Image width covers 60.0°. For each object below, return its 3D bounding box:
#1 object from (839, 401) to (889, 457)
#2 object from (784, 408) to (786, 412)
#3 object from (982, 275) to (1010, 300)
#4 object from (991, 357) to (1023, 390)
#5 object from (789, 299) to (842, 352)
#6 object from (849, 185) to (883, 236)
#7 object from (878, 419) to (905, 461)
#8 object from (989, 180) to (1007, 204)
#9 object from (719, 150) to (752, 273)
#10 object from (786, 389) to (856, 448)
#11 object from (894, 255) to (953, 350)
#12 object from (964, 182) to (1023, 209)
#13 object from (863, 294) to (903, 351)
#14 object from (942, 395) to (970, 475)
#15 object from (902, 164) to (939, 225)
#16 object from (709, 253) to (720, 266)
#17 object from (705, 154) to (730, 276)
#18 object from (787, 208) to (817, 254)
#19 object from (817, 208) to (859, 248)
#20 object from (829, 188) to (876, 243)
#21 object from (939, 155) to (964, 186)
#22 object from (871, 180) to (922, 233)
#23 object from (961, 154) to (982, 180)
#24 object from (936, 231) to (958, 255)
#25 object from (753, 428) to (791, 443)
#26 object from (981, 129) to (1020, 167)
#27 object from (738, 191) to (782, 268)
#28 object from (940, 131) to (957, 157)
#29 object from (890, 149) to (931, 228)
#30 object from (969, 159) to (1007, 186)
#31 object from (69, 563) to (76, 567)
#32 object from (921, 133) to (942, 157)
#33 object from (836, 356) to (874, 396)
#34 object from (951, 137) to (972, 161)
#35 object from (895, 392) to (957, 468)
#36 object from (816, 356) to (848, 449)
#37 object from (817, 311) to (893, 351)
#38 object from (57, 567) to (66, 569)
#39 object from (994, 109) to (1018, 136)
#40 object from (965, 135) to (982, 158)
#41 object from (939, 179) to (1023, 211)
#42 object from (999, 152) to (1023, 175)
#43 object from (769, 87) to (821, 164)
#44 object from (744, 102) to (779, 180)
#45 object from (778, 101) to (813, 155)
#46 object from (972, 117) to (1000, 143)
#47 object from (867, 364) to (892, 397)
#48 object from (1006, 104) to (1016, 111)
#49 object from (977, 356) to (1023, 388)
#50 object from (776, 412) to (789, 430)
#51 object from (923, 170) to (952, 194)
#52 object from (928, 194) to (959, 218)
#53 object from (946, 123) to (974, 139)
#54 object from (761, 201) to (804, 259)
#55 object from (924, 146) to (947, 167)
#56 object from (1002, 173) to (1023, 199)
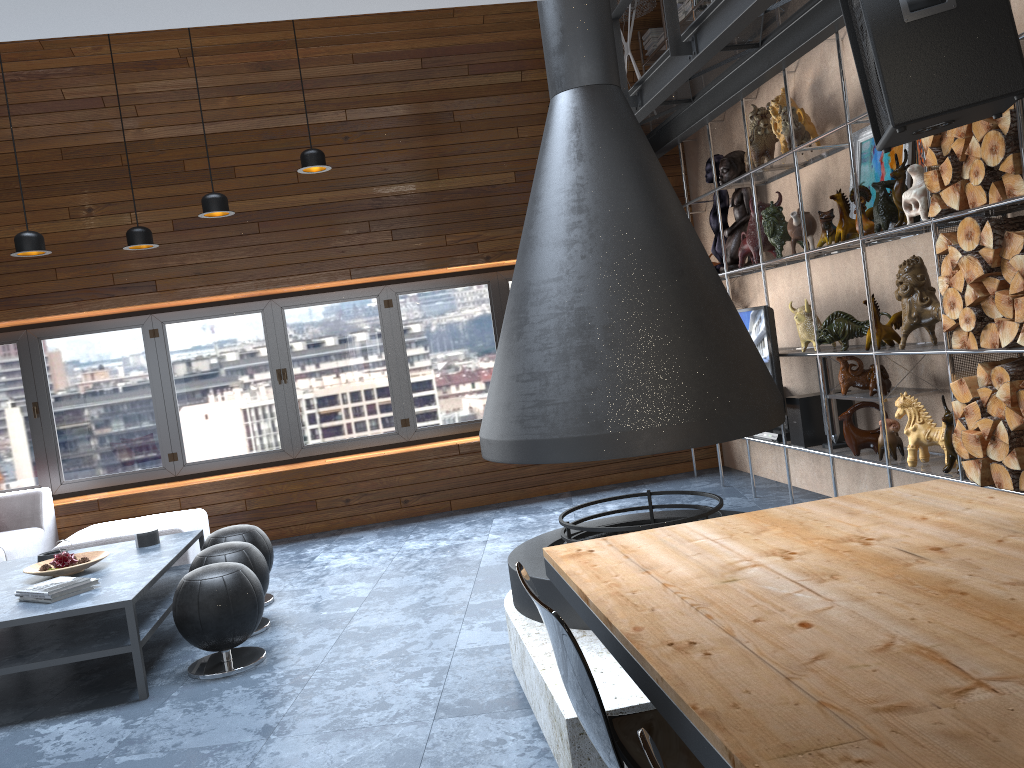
[{"bbox_3d":[1.919,0.242,4.831,0.249,0.290,0.114,-7,3,17],"label":"object"},{"bbox_3d":[1.746,0.189,6.314,0.343,0.303,0.175,-8,3,-9],"label":"object"},{"bbox_3d":[2.060,-0.405,3.555,0.330,0.098,0.107,-8,3,-13],"label":"object"},{"bbox_3d":[2.106,-0.061,3.594,0.312,0.150,0.140,-8,3,-12],"label":"object"},{"bbox_3d":[1.775,-0.349,5.155,0.325,0.310,0.154,-9,3,-24],"label":"object"},{"bbox_3d":[1.828,-0.881,4.505,0.227,0.270,0.123,-8,3,-9],"label":"object"},{"bbox_3d":[1.958,0.280,4.598,0.119,0.220,0.212,-7,3,25],"label":"object"},{"bbox_3d":[2.017,-0.765,3.459,0.303,0.095,0.087,-8,3,-9],"label":"object"},{"bbox_3d":[1.564,-1.211,6.230,0.305,0.840,0.237,-8,2,-7],"label":"object"},{"bbox_3d":[1.888,0.210,5.422,0.343,0.303,0.175,-8,3,-9],"label":"object"},{"bbox_3d":[1.974,-0.396,4.145,0.210,0.451,0.405,-9,3,-17],"label":"object"},{"bbox_3d":[1.998,-0.780,3.567,0.299,0.114,0.135,-8,3,-7],"label":"object"},{"bbox_3d":[1.922,-0.328,4.561,0.290,0.290,0.097,-9,3,-29],"label":"object"},{"bbox_3d":[2.046,0.222,4.033,0.198,0.358,0.116,-9,3,-16],"label":"object"},{"bbox_3d":[1.915,-0.873,3.983,0.314,0.280,0.151,-8,3,-10],"label":"object"},{"bbox_3d":[1.481,-0.907,6.779,0.278,0.222,0.138,-8,2,2],"label":"object"},{"bbox_3d":[1.498,-1.236,6.490,0.244,0.879,0.244,-7,3,20],"label":"object"},{"bbox_3d":[1.679,-0.885,5.125,0.164,0.266,0.237,-7,3,8],"label":"object"},{"bbox_3d":[1.809,-0.860,4.846,0.272,0.207,0.137,-8,2,-5],"label":"object"},{"bbox_3d":[1.821,-0.893,4.674,0.290,0.290,0.097,-8,3,-10],"label":"object"},{"bbox_3d":[1.950,-0.911,3.678,0.329,0.135,0.095,-8,2,-5],"label":"object"},{"bbox_3d":[1.881,-0.869,4.306,0.253,0.249,0.126,-8,2,-4],"label":"object"},{"bbox_3d":[1.985,-0.894,3.579,0.288,0.118,0.147,-8,3,-5],"label":"object"},{"bbox_3d":[1.975,-0.610,3.779,0.308,0.107,0.121,-8,3,-13],"label":"object"},{"bbox_3d":[1.815,0.324,5.853,0.325,0.058,0.360,-8,3,-9],"label":"object"},{"bbox_3d":[1.967,-0.915,3.396,0.286,0.143,0.143,-8,3,-8],"label":"object"},{"bbox_3d":[1.592,-0.989,5.757,0.219,0.440,0.462,-8,3,-9],"label":"object"},{"bbox_3d":[1.947,-1.029,3.694,0.290,0.153,0.112,-8,3,-6],"label":"object"},{"bbox_3d":[1.874,-0.915,4.146,0.198,0.358,0.116,-8,2,-1],"label":"object"},{"bbox_3d":[1.966,-0.845,3.481,0.312,0.110,0.103,-8,3,-5],"label":"object"},{"bbox_3d":[-2.193,0.918,4.431,0.042,0.042,0.043,-8,3,-6],"label":"object"},{"bbox_3d":[1.913,-1.038,3.767,0.308,0.120,0.097,-8,3,-4],"label":"object"},{"bbox_3d":[1.899,-0.055,4.851,0.217,0.214,0.108,-7,3,16],"label":"object"},{"bbox_3d":[1.971,-0.972,3.603,0.330,0.098,0.107,-8,3,-5],"label":"object"},{"bbox_3d":[2.029,0.212,4.248,0.170,0.363,0.375,-10,3,-43],"label":"object"},{"bbox_3d":[1.860,0.106,5.177,0.112,0.533,0.112,-8,2,-9],"label":"object"},{"bbox_3d":[1.863,-0.299,4.815,0.403,0.221,0.192,-6,3,28],"label":"object"},{"bbox_3d":[-2.244,0.935,4.435,0.081,0.034,0.073,-9,3,-21],"label":"object"},{"bbox_3d":[1.988,-0.980,3.346,0.310,0.121,0.111,-8,3,-8],"label":"object"},{"bbox_3d":[1.970,-0.955,3.521,0.331,0.110,0.101,-8,3,-11],"label":"object"},{"bbox_3d":[1.993,-0.790,3.694,0.362,0.131,0.154,-8,3,-9],"label":"object"},{"bbox_3d":[2.005,-0.837,3.345,0.303,0.088,0.095,-8,3,-7],"label":"object"},{"bbox_3d":[1.695,-1.569,5.309,0.215,0.458,0.328,-8,2,-4],"label":"object"},{"bbox_3d":[1.587,-1.567,5.747,0.207,0.442,0.328,-8,3,-16],"label":"object"},{"bbox_3d":[1.614,-1.452,5.034,0.208,0.280,0.131,-9,3,-27],"label":"object"},{"bbox_3d":[1.969,-1.010,3.431,0.329,0.107,0.128,-8,3,-9],"label":"object"},{"bbox_3d":[1.916,-0.026,4.626,0.105,0.168,0.210,-6,3,31],"label":"object"},{"bbox_3d":[1.988,-1.080,3.358,0.299,0.114,0.135,-8,3,-7],"label":"object"},{"bbox_3d":[2.098,-0.051,3.693,0.289,0.121,0.107,-8,3,-8],"label":"object"},{"bbox_3d":[1.800,0.246,5.849,0.080,0.101,0.223,-8,3,-9],"label":"object"},{"bbox_3d":[1.937,-0.880,3.791,0.321,0.109,0.110,-8,3,-9],"label":"object"},{"bbox_3d":[1.954,-0.786,3.788,0.330,0.105,0.107,-8,3,-6],"label":"object"},{"bbox_3d":[1.927,-1.052,3.544,0.321,0.128,0.164,-8,3,-8],"label":"object"},{"bbox_3d":[1.647,-0.935,5.355,0.255,0.356,0.167,-7,3,10],"label":"object"},{"bbox_3d":[1.929,-0.973,3.773,0.331,0.110,0.107,-8,3,-7],"label":"object"},{"bbox_3d":[2.035,-0.774,3.372,0.287,0.112,0.126,-8,3,-8],"label":"object"}]
